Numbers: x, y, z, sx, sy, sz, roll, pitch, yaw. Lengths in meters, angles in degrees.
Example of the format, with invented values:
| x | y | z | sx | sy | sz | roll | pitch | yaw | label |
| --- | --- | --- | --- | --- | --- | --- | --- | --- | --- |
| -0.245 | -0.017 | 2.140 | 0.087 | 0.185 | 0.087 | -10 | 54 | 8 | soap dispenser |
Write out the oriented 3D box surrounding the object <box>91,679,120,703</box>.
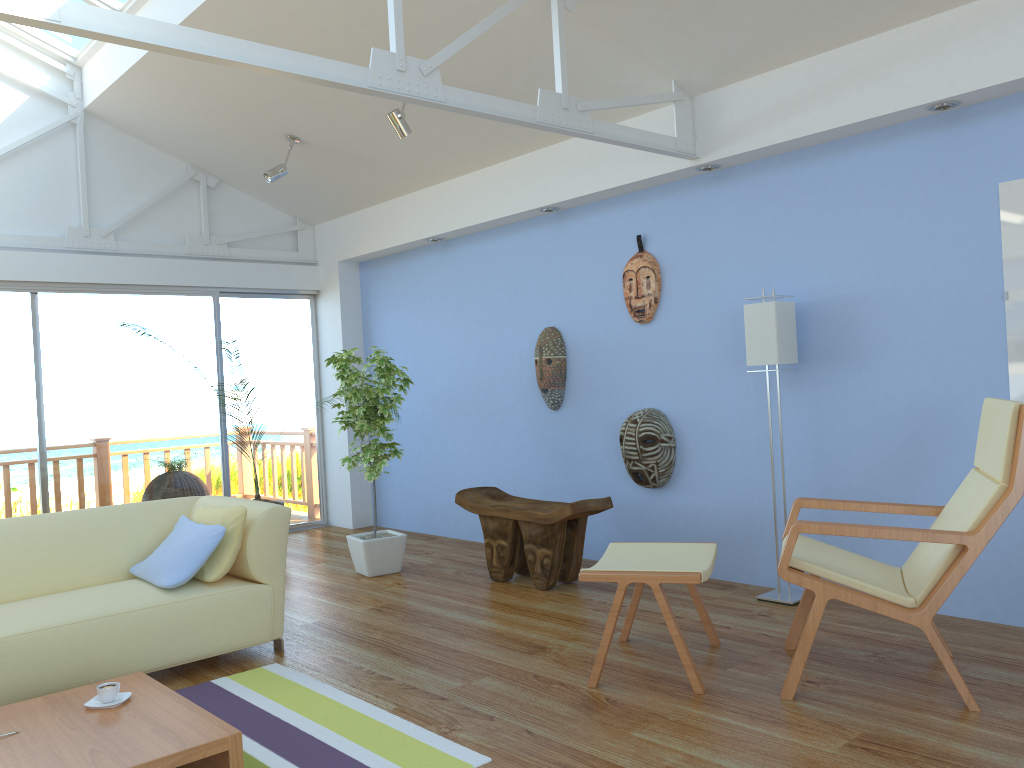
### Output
| x | y | z | sx | sy | sz | roll | pitch | yaw | label |
| --- | --- | --- | --- | --- | --- | --- | --- | --- | --- |
| -1.250 | 0.945 | 2.758 | 0.062 | 0.077 | 0.086 | -3 | 0 | 19 | object |

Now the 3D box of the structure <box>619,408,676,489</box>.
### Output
| x | y | z | sx | sy | sz | roll | pitch | yaw | label |
| --- | --- | --- | --- | --- | --- | --- | --- | --- | --- |
| 0.740 | 0.377 | 5.074 | 0.185 | 0.466 | 0.359 | -3 | 0 | -41 | structure |

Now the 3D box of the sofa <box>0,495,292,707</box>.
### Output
| x | y | z | sx | sy | sz | roll | pitch | yaw | label |
| --- | --- | --- | --- | --- | --- | --- | --- | --- | --- |
| -2.151 | 0.889 | 3.467 | 2.448 | 0.597 | 0.950 | -3 | 0 | -41 | sofa |

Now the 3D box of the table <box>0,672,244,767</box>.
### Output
| x | y | z | sx | sy | sz | roll | pitch | yaw | label |
| --- | --- | --- | --- | --- | --- | --- | --- | --- | --- |
| -1.305 | 1.091 | 2.489 | 0.800 | 0.198 | 0.800 | -3 | 0 | -41 | table |

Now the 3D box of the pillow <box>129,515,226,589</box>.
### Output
| x | y | z | sx | sy | sz | roll | pitch | yaw | label |
| --- | --- | --- | --- | --- | --- | --- | --- | --- | --- |
| -1.481 | 0.734 | 3.887 | 0.272 | 0.244 | 0.566 | -3 | 0 | -39 | pillow |

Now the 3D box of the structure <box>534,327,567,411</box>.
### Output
| x | y | z | sx | sy | sz | roll | pitch | yaw | label |
| --- | --- | --- | --- | --- | --- | --- | --- | --- | --- |
| 0.222 | -0.096 | 5.681 | 0.115 | 0.541 | 0.254 | -3 | 0 | -41 | structure |

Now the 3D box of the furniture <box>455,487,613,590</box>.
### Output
| x | y | z | sx | sy | sz | roll | pitch | yaw | label |
| --- | --- | --- | --- | --- | --- | --- | --- | --- | --- |
| 0.107 | 0.866 | 5.022 | 0.329 | 0.507 | 1.100 | -3 | 0 | -41 | furniture |

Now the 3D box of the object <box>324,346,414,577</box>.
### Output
| x | y | z | sx | sy | sz | roll | pitch | yaw | label |
| --- | --- | --- | --- | --- | --- | --- | --- | --- | --- |
| -0.849 | 0.466 | 5.474 | 0.495 | 1.409 | 0.699 | -3 | 0 | 2 | object |

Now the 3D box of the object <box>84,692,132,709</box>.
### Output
| x | y | z | sx | sy | sz | roll | pitch | yaw | label |
| --- | --- | --- | --- | --- | --- | --- | --- | --- | --- |
| -1.251 | 0.983 | 2.749 | 0.118 | 0.016 | 0.118 | -3 | 0 | 3 | object |

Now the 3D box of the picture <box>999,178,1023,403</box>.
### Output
| x | y | z | sx | sy | sz | roll | pitch | yaw | label |
| --- | --- | --- | --- | --- | --- | --- | --- | --- | --- |
| 2.515 | -0.390 | 3.150 | 0.005 | 0.937 | 1.419 | -3 | 0 | -41 | picture |

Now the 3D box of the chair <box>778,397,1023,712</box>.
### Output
| x | y | z | sx | sy | sz | roll | pitch | yaw | label |
| --- | --- | --- | --- | --- | --- | --- | --- | --- | --- |
| 1.398 | 0.563 | 3.193 | 0.859 | 0.982 | 0.632 | -3 | 0 | 19 | chair |

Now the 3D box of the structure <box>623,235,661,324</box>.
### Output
| x | y | z | sx | sy | sz | roll | pitch | yaw | label |
| --- | --- | --- | --- | --- | --- | --- | --- | --- | --- |
| 0.735 | -0.603 | 5.109 | 0.063 | 0.508 | 0.264 | -3 | 0 | -41 | structure |

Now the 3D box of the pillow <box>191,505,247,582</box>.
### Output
| x | y | z | sx | sy | sz | roll | pitch | yaw | label |
| --- | --- | --- | --- | --- | --- | --- | --- | --- | --- |
| -1.382 | 0.692 | 3.961 | 0.201 | 0.311 | 0.559 | -3 | 0 | -41 | pillow |

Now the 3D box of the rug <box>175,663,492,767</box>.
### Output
| x | y | z | sx | sy | sz | roll | pitch | yaw | label |
| --- | --- | --- | --- | --- | --- | --- | --- | --- | --- |
| -1.310 | 1.199 | 2.499 | 2.100 | 0.018 | 1.400 | -3 | 0 | -41 | rug |

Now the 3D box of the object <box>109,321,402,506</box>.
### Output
| x | y | z | sx | sy | sz | roll | pitch | yaw | label |
| --- | --- | --- | --- | --- | --- | --- | --- | --- | --- |
| -1.727 | 0.368 | 6.258 | 1.563 | 1.695 | 1.706 | -3 | 0 | 40 | object |

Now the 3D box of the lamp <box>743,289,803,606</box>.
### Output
| x | y | z | sx | sy | sz | roll | pitch | yaw | label |
| --- | --- | --- | --- | --- | --- | --- | --- | --- | --- |
| 1.295 | 0.295 | 4.338 | 0.200 | 1.520 | 0.200 | -3 | 0 | -41 | lamp |

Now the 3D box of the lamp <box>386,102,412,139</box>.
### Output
| x | y | z | sx | sy | sz | roll | pitch | yaw | label |
| --- | --- | --- | --- | --- | --- | --- | --- | --- | --- |
| -0.613 | -1.559 | 4.992 | 0.195 | 0.351 | 0.127 | -3 | 0 | -24 | lamp |

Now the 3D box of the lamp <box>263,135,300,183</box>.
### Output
| x | y | z | sx | sy | sz | roll | pitch | yaw | label |
| --- | --- | --- | --- | --- | --- | --- | --- | --- | --- |
| -1.565 | -1.521 | 6.025 | 0.254 | 0.327 | 0.118 | -3 | 0 | -24 | lamp |

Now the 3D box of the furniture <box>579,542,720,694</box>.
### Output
| x | y | z | sx | sy | sz | roll | pitch | yaw | label |
| --- | --- | --- | --- | --- | --- | --- | --- | --- | --- |
| 0.561 | 0.885 | 3.480 | 0.449 | 0.427 | 0.619 | -3 | 0 | 19 | furniture |

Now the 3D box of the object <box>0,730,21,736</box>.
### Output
| x | y | z | sx | sy | sz | roll | pitch | yaw | label |
| --- | --- | --- | --- | --- | --- | --- | --- | --- | --- |
| -1.449 | 0.989 | 2.502 | 0.025 | 0.021 | 0.119 | -3 | 0 | 40 | object |
